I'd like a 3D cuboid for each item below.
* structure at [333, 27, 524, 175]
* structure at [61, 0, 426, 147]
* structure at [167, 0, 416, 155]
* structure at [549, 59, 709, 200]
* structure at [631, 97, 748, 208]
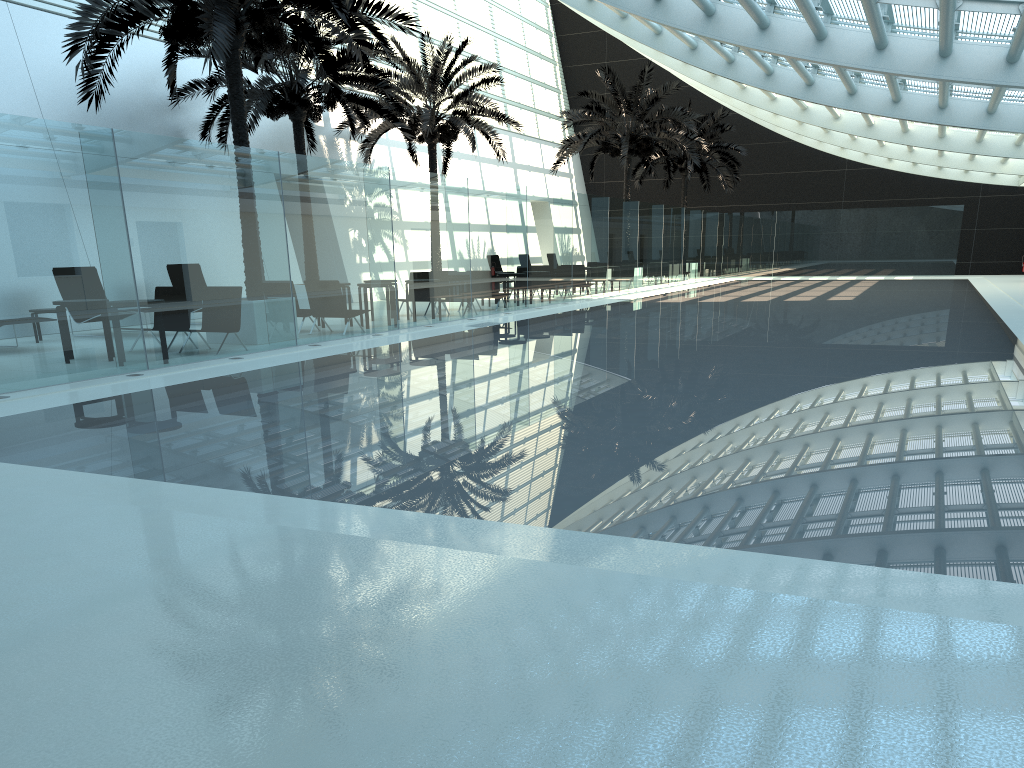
[{"bbox_3d":[-2.281,-5.898,24.178,4.576,7.199,4.146,-10,18,-30],"label":"structure"},{"bbox_3d":[-4.165,-4.168,12.680,4.721,7.329,4.337,13,21,42],"label":"structure"},{"bbox_3d":[-4.623,-5.017,18.920,4.643,7.135,4.083,0,15,3],"label":"structure"},{"bbox_3d":[3.897,-6.855,29.226,4.804,7.330,4.259,4,16,18],"label":"structure"},{"bbox_3d":[7.352,-7.997,36.254,4.458,7.328,4.591,0,15,3],"label":"structure"}]
